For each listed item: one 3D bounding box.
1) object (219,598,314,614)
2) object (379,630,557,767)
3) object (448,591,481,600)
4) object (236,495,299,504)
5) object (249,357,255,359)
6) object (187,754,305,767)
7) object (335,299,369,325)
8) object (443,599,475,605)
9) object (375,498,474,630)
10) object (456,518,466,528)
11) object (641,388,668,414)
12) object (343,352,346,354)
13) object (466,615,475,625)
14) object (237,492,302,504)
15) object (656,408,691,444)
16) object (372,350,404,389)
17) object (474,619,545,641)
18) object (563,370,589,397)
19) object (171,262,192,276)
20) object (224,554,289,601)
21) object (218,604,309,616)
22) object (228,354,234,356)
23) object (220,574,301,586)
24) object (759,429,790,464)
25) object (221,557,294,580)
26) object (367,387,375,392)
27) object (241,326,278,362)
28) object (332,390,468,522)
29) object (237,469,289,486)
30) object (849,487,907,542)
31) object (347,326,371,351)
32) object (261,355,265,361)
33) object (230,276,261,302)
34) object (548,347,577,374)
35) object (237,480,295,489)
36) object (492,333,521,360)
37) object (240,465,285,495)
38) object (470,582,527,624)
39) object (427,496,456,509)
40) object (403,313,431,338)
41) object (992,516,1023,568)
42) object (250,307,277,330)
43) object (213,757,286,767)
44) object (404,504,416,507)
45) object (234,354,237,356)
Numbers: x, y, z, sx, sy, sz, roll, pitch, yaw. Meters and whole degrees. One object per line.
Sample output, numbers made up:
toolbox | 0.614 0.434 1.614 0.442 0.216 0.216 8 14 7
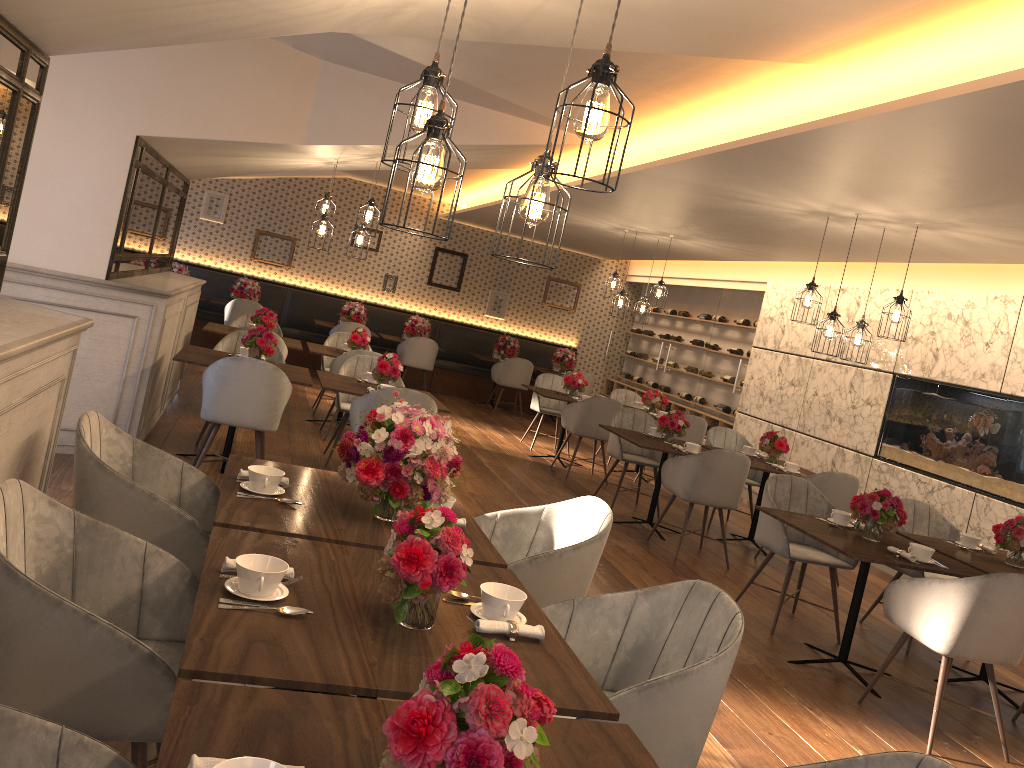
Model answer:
object | -0.555 0.504 2.008 0.210 0.004 0.022 12 5 -16
object | -0.056 0.520 1.310 0.236 0.301 0.304 15 3 31
object | -0.083 0.576 2.377 0.196 0.015 0.043 11 5 -19
object | -0.791 0.373 2.870 0.196 0.015 0.043 11 5 -19
object | -1.758 -0.134 5.940 0.149 0.072 0.147 16 5 41
object | -0.396 0.580 1.322 0.175 0.039 0.056 12 4 -16
object | -2.287 -1.005 12.793 0.408 0.425 0.418 14 3 28
object | -0.082 0.585 2.342 0.210 0.004 0.022 12 5 -16
object | -0.198 0.423 2.116 0.234 0.301 0.305 13 3 3
object | -0.243 0.470 3.062 0.175 0.039 0.056 12 4 -16
object | 1.601 0.187 9.922 0.305 0.301 0.234 13 3 6
object | -1.576 -0.279 8.399 0.056 0.039 0.176 12 5 -16
object | -0.023 0.600 2.195 0.192 0.024 0.025 12 3 -16
object | -0.795 0.375 2.906 0.210 0.004 0.022 12 5 -16
object | 1.337 0.344 7.310 0.303 0.301 0.236 11 4 -38
object | -0.897 -0.097 6.449 0.234 0.301 0.305 13 3 3
object | -0.004 0.600 2.164 0.175 0.039 0.056 12 4 -16
object | 0.701 -0.001 9.697 0.303 0.301 0.236 11 4 -38
object | -4.588 -1.471 12.048 0.407 0.425 0.418 14 3 26
object | -0.592 0.455 2.075 0.149 0.072 0.148 15 4 26
object | -0.552 0.502 1.972 0.196 0.015 0.043 11 5 -19
object | -2.056 -0.217 6.468 0.042 0.015 0.198 11 5 -20
object | -0.609 0.469 2.155 0.192 0.024 0.025 12 3 -16
object | 2.240 0.532 7.537 0.233 0.301 0.307 12 3 -14
object | -0.626 0.455 2.185 0.175 0.039 0.056 12 4 -16
object | -0.980 0.043 6.163 0.056 0.039 0.176 12 5 -16
object | -1.777 -0.277 6.185 0.233 0.301 0.307 11 4 -41
object | -0.374 0.246 2.994 0.417 0.425 0.408 11 3 -28
object | -0.865 0.326 3.083 0.175 0.039 0.056 12 4 -16
object | 1.998 0.702 4.828 0.306 0.301 0.234 14 3 17
object | -1.493 -0.419 8.684 0.234 0.301 0.305 13 3 3
object | -1.845 -0.187 6.548 0.056 0.039 0.176 12 5 -16
object | -3.695 -1.287 12.298 0.417 0.425 0.408 11 3 -28
object | 0.804 -0.364 13.597 0.408 0.425 0.418 14 3 28
object | -0.849 0.339 3.052 0.192 0.024 0.025 12 3 -16
object | -0.077 -0.544 13.334 0.407 0.425 0.418 14 3 26
object | -0.832 0.325 2.973 0.149 0.072 0.148 15 4 26
object | -0.029 0.567 2.273 0.149 0.072 0.148 15 4 26
object | -0.269 0.438 3.171 0.149 0.072 0.148 15 4 26
object | -1.385 -0.812 12.947 0.418 0.425 0.407 12 3 -14
object | 2.898 0.888 5.056 0.305 0.301 0.234 13 3 6
object | -2.373 -0.599 8.420 0.233 0.301 0.307 11 4 -41
object | -0.363 0.579 1.212 0.149 0.072 0.148 15 4 26
object | -0.321 0.455 3.240 0.210 0.004 0.022 12 5 -16
object | -2.022 -0.203 6.471 0.022 0.004 0.212 12 5 -16
